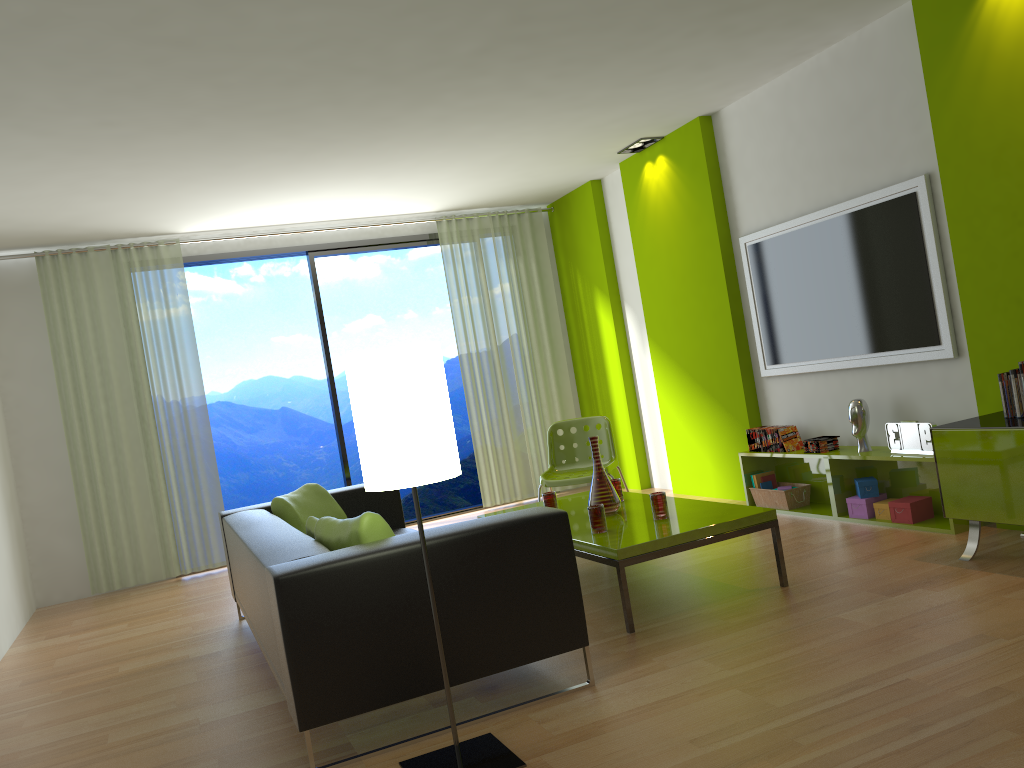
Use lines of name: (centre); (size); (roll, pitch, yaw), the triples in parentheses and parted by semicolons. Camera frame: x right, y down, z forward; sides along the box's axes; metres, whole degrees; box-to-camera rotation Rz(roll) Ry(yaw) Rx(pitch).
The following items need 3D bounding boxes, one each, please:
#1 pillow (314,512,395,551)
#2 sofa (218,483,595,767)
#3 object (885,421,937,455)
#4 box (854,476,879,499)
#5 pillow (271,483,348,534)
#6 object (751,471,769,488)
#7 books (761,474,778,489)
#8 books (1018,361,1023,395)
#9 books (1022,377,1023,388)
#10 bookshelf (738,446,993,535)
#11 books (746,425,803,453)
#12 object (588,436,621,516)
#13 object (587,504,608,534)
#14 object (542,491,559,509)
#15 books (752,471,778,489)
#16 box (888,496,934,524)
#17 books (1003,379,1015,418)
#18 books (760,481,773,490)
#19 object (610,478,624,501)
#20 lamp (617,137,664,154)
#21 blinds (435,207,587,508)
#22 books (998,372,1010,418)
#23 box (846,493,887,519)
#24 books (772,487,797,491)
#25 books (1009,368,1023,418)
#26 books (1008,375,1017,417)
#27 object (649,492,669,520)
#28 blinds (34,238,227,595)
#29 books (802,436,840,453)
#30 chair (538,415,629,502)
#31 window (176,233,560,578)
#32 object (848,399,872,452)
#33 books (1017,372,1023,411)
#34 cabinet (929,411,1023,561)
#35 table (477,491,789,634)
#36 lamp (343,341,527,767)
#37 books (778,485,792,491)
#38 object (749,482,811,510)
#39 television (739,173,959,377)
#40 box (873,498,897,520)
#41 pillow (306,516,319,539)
pillow: (-0.544, 0.657, 3.282); (0.210, 0.403, 0.457); (-10, 0, -36)
sofa: (-0.667, 0.882, 4.072); (1.061, 0.639, 2.583); (-10, 0, -22)
object: (2.079, 0.279, 4.609); (0.047, 0.176, 0.340); (-9, 0, -17)
box: (1.982, 0.578, 4.957); (0.102, 0.093, 0.138); (-9, 0, 13)
pillow: (-1.112, 0.737, 4.842); (0.269, 0.362, 0.399); (-9, 0, 26)
object: (1.651, 0.679, 5.796); (0.158, 0.200, 0.040); (-10, 0, -22)
books: (1.680, 0.684, 5.757); (0.105, 0.182, 0.031); (-10, 0, -22)
books: (2.246, 0.016, 3.796); (0.163, 0.246, 0.017); (-10, 0, -22)
books: (2.251, 0.047, 3.774); (0.180, 0.183, 0.025); (-10, 0, -22)
bookshelf: (1.960, 0.569, 5.125); (0.306, 0.378, 1.630); (-10, 0, -22)
books: (1.670, 0.349, 5.631); (0.147, 0.150, 0.370); (-10, 0, -22)
object: (0.442, 0.463, 4.479); (0.168, 0.400, 0.168); (-10, 0, -36)
object: (0.391, 0.617, 4.042); (0.076, 0.122, 0.075); (-9, 0, 12)
object: (0.208, 0.643, 4.753); (0.076, 0.122, 0.075); (-9, 0, 12)
books: (1.660, 0.677, 5.773); (0.158, 0.202, 0.051); (-10, 0, -22)
box: (2.107, 0.666, 4.676); (0.202, 0.116, 0.135); (-10, 0, -27)
books: (2.221, 0.057, 3.875); (0.163, 0.171, 0.017); (-10, 0, -22)
books: (1.655, 0.706, 5.731); (0.086, 0.148, 0.025); (-10, 0, -22)
object: (0.566, 0.583, 4.841); (0.076, 0.122, 0.075); (-9, 0, 12)
lamp: (0.928, -1.804, 6.486); (0.192, 0.131, 0.352); (-10, 0, -22)
blinds: (-0.001, -0.263, 7.912); (1.012, 2.568, 0.067); (-10, 0, -22)
books: (2.210, 0.043, 3.894); (0.163, 0.201, 0.025); (-10, 0, -22)
box: (1.991, 0.683, 4.963); (0.202, 0.116, 0.135); (-10, 0, -27)
books: (1.736, 0.674, 5.590); (0.143, 0.025, 0.182); (-10, 0, -22)
books: (2.231, 0.034, 3.829); (0.172, 0.215, 0.030); (-10, 0, -22)
books: (2.232, 0.045, 3.858); (0.151, 0.191, 0.025); (-10, 0, -22)
object: (0.685, 0.568, 4.123); (0.075, 0.122, 0.076); (-9, 0, 33)
blinds: (-2.850, 0.215, 6.734); (1.012, 2.568, 0.067); (-10, 0, -22)
books: (1.829, 0.359, 5.253); (0.164, 0.078, 0.172); (-10, 0, -24)
chair: (0.455, 0.622, 5.908); (0.640, 0.759, 0.546); (-9, 0, 16)
window: (-1.323, 0.041, 7.602); (3.336, 2.498, 0.219); (-10, 0, -22)
object: (1.956, 0.234, 4.967); (0.107, 0.305, 0.107); (-9, 0, 34)
books: (2.245, 0.038, 3.811); (0.161, 0.201, 0.013); (-10, 0, -22)
cabinet: (2.750, 0.359, 2.480); (0.547, 0.593, 3.384); (-10, 0, -22)
table: (0.508, 0.830, 4.531); (0.810, 0.349, 1.682); (-10, 0, -22)
lamp: (-0.252, 0.512, 2.609); (0.302, 1.244, 0.295); (-10, 0, -22)
books: (1.725, 0.659, 5.606); (0.087, 0.008, 0.110); (-9, 0, 18)
object: (1.714, 0.714, 5.650); (0.213, 0.129, 0.367); (-10, 0, -22)
television: (1.876, -0.552, 5.176); (0.028, 0.941, 1.537); (-10, 0, -22)
box: (2.062, 0.684, 4.827); (0.169, 0.093, 0.102); (-10, 0, -27)
pillow: (-0.700, 0.696, 3.641); (0.164, 0.317, 0.380); (-10, 0, -39)
